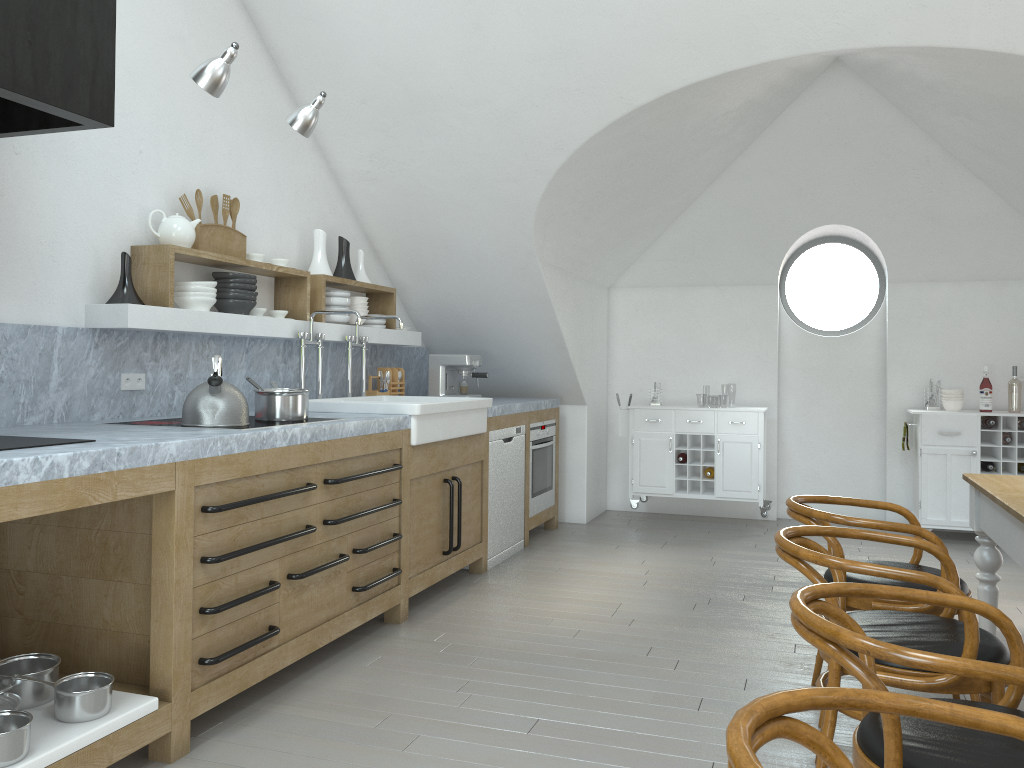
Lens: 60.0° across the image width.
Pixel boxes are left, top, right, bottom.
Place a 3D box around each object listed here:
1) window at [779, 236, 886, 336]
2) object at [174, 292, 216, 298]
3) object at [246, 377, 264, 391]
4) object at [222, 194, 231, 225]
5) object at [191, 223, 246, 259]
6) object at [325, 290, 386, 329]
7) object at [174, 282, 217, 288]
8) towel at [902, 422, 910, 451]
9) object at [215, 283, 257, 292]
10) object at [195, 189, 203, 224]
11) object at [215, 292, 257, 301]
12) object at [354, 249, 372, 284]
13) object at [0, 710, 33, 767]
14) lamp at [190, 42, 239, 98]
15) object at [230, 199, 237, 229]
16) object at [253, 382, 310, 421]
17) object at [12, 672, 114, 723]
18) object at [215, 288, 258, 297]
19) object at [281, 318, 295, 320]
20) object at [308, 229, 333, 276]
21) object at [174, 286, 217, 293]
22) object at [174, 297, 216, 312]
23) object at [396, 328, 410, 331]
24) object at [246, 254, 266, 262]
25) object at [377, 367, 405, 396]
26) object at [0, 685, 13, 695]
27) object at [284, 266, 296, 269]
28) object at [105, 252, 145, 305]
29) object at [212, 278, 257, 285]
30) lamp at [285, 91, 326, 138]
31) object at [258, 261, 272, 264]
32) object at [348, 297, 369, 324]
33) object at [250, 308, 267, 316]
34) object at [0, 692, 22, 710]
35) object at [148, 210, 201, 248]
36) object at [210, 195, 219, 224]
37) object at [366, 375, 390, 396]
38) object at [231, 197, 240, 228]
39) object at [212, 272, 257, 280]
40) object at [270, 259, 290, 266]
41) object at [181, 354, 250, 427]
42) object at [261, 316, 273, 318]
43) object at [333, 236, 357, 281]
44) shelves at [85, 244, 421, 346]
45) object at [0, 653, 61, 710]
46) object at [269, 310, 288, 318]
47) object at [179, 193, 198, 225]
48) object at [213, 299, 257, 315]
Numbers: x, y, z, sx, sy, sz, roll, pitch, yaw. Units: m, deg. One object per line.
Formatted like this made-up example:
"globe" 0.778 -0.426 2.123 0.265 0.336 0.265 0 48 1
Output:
"window" 2.569 -0.781 7.128 0.900 0.900 0.060 1 -1 19
"object" -1.421 -0.376 3.976 0.181 0.065 0.181 0 1 -34
"object" -1.025 0.055 3.739 0.236 0.167 0.051 1 0 14
"object" -1.366 -0.750 4.215 0.019 0.299 0.057 0 -1 19
"object" -1.387 -0.671 4.185 0.084 0.157 0.353 1 1 19
"object" -0.960 -0.438 5.329 0.198 0.196 0.657 1 1 18
"object" -1.420 -0.428 3.981 0.181 0.076 0.181 0 1 -34
"towel" 2.908 0.386 6.551 0.049 0.204 0.150 0 0 20
"object" -1.328 -0.438 4.248 0.205 0.072 0.205 1 1 6
"object" -1.435 -0.749 4.076 0.027 0.299 0.055 0 -1 19
"object" -1.330 -0.388 4.245 0.205 0.086 0.205 0 1 -34
"object" -0.934 -0.720 5.474 0.156 0.218 0.156 1 0 0
"object" -1.318 0.869 2.186 0.261 0.113 0.153 1 0 8
"lamp" -0.998 -1.047 2.953 0.164 0.178 0.115 1 0 37
"object" -1.352 -0.751 4.317 0.030 0.294 0.057 0 -1 19
"object" -0.968 0.080 3.803 0.232 0.170 0.394 1 1 -1
"object" -1.240 0.864 2.479 0.261 0.113 0.153 1 1 18
"object" -1.323 -0.416 4.246 0.205 0.086 0.205 0 1 -29
"object" -1.221 -0.335 4.633 0.164 0.012 0.164 1 1 36
"object" -1.086 -0.738 5.011 0.156 0.268 0.156 1 0 8
"object" -1.420 -0.399 3.979 0.181 0.069 0.181 1 1 36
"object" -1.422 -0.353 3.977 0.181 0.064 0.181 1 1 41
"object" -0.778 -0.356 5.894 0.213 0.025 0.213 1 1 6
"object" -1.285 -0.623 4.440 0.098 0.048 0.098 1 1 16
"object" -0.787 0.002 5.772 0.104 0.223 0.200 1 0 19
"object" -1.435 0.859 2.346 0.041 0.045 0.247 1 1 18
"object" -1.216 -0.603 4.642 0.164 0.012 0.164 1 1 36
"object" -1.569 -0.427 3.604 0.156 0.218 0.156 1 0 0
"object" -1.330 -0.463 4.252 0.205 0.084 0.205 0 1 -44
"lamp" -0.807 -1.059 3.499 0.169 0.176 0.112 1 0 11
"object" -1.285 -0.600 4.440 0.164 0.012 0.164 1 1 36
"object" -0.937 -0.440 5.321 0.158 0.160 0.154 0 0 -43
"object" -1.283 -0.355 4.451 0.098 0.048 0.098 1 1 16
"object" -1.555 0.862 2.311 0.508 0.052 0.263 1 1 -4
"object" -1.479 -0.671 3.889 0.174 0.169 0.168 1 0 2
"object" -1.395 -0.750 4.189 0.040 0.299 0.061 0 -1 16
"object" -0.849 0.031 5.558 0.100 0.171 0.173 1 0 21
"object" -1.348 -0.750 4.276 0.039 0.298 0.067 0 -1 19
"object" -1.332 -0.491 4.252 0.205 0.080 0.205 1 1 21
"object" -1.215 -0.626 4.643 0.098 0.048 0.098 1 1 16
"object" -1.117 0.022 3.348 0.246 0.268 0.246 1 0 29
"object" -1.283 -0.332 4.451 0.164 0.012 0.164 1 1 36
"object" -0.997 -0.741 5.258 0.156 0.268 0.156 1 0 23
"shelves" -1.477 -0.899 3.422 0.480 1.362 5.549 1 1 13
"object" -1.450 0.851 2.601 0.309 0.134 0.182 1 1 43
"object" -1.221 -0.358 4.633 0.098 0.048 0.098 1 1 16
"object" -1.444 -0.731 4.041 0.016 0.259 0.199 0 0 29
"object" -1.330 -0.362 4.245 0.205 0.072 0.205 1 1 6
